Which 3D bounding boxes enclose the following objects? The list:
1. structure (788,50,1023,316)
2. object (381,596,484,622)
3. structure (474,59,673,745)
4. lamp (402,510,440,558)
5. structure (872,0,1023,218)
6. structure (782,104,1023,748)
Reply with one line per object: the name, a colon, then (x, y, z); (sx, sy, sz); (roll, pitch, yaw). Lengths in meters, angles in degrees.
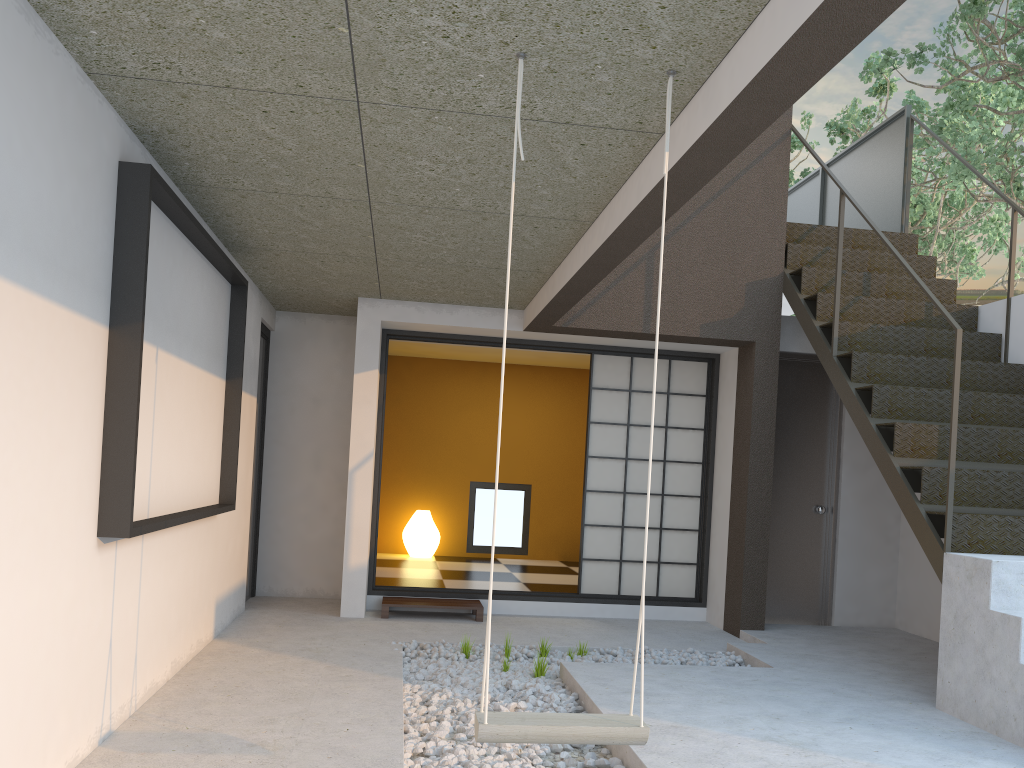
structure: (5.122, -1.650, 12.995); (5.525, 4.697, 7.303); (5, -4, -27)
object: (-0.568, 1.597, 6.269); (0.703, 0.100, 0.351); (4, -5, -7)
structure: (0.182, 0.048, 2.412); (0.462, 1.865, 0.129); (3, 0, -7)
lamp: (-0.927, 1.542, 9.029); (0.387, 0.500, 0.395); (4, -2, -18)
structure: (5.361, -2.167, 6.386); (4.347, 3.696, 5.746); (5, -4, -27)
structure: (2.371, -0.201, 6.526); (1.159, 3.938, 6.567); (3, -4, -7)
